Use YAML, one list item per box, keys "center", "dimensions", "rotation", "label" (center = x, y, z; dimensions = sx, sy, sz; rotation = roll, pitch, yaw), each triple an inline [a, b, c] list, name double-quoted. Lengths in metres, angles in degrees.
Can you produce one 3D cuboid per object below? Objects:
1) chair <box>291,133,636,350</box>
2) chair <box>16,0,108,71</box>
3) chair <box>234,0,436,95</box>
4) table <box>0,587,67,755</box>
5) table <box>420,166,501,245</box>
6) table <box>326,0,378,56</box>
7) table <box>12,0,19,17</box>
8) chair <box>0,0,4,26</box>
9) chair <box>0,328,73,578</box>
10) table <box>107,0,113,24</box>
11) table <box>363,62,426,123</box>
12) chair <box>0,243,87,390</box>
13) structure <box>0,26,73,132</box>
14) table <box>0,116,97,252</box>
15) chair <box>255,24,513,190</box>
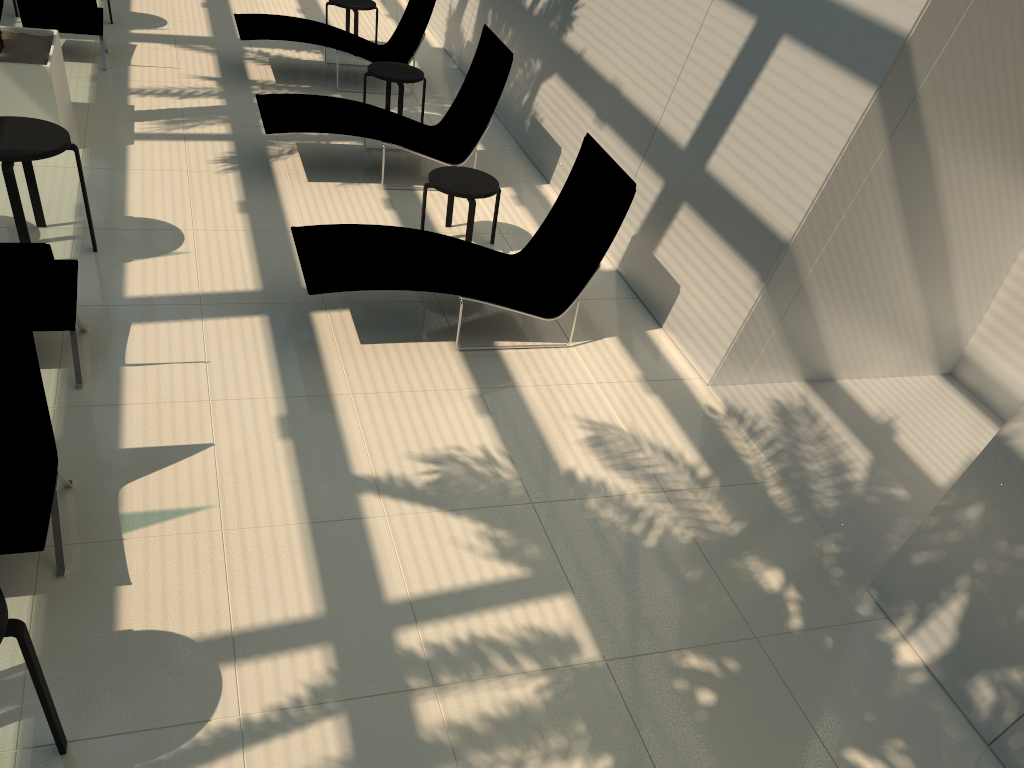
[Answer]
- center: [-0.388, -0.971, 5.826]
  dimensions: [2.028, 1.254, 0.849]
  rotation: [-3, 40, -18]
  label: "chair"
- center: [-4.516, -3.779, 8.743]
  dimensions: [0.713, 0.962, 0.817]
  rotation: [-5, 40, -18]
  label: "chair"
- center: [-1.900, -3.915, 9.355]
  dimensions: [2.028, 1.254, 0.849]
  rotation: [-3, 40, -18]
  label: "chair"
- center: [-2.030, 1.094, 2.999]
  dimensions: [0.665, 0.846, 0.637]
  rotation: [25, 40, 19]
  label: "table"
- center: [-0.409, -1.368, 6.948]
  dimensions: [0.545, 0.561, 0.516]
  rotation: [22, 39, 15]
  label: "table"
- center: [-1.921, -4.312, 10.477]
  dimensions: [0.548, 0.561, 0.513]
  rotation: [20, 38, 12]
  label: "table"
- center: [-5.806, -4.411, 9.350]
  dimensions: [0.672, 0.846, 0.630]
  rotation: [20, 38, 12]
  label: "table"
- center: [-5.399, -3.740, 8.458]
  dimensions: [0.713, 0.962, 0.817]
  rotation: [-5, 40, -18]
  label: "chair"
- center: [-2.391, 0.385, 3.747]
  dimensions: [0.713, 0.962, 0.817]
  rotation: [-5, 40, -18]
  label: "chair"
- center: [-4.888, -4.452, 9.646]
  dimensions: [0.672, 0.846, 0.630]
  rotation: [20, 38, 12]
  label: "table"
- center: [-1.177, -2.863, 8.740]
  dimensions: [0.545, 0.561, 0.516]
  rotation: [22, 39, 15]
  label: "table"
- center: [-2.869, -0.572, 4.898]
  dimensions: [0.713, 0.962, 0.817]
  rotation: [-5, 40, -18]
  label: "chair"
- center: [-3.858, -5.096, 5.078]
  dimensions: [4.771, 7.597, 4.123]
  rotation: [-9, 42, -23]
  label: "structure"
- center: [-3.247, -1.259, 5.818]
  dimensions: [0.672, 0.846, 0.630]
  rotation: [20, 38, 12]
  label: "table"
- center: [-1.156, -2.466, 7.618]
  dimensions: [2.028, 1.254, 0.849]
  rotation: [-3, 40, -18]
  label: "chair"
